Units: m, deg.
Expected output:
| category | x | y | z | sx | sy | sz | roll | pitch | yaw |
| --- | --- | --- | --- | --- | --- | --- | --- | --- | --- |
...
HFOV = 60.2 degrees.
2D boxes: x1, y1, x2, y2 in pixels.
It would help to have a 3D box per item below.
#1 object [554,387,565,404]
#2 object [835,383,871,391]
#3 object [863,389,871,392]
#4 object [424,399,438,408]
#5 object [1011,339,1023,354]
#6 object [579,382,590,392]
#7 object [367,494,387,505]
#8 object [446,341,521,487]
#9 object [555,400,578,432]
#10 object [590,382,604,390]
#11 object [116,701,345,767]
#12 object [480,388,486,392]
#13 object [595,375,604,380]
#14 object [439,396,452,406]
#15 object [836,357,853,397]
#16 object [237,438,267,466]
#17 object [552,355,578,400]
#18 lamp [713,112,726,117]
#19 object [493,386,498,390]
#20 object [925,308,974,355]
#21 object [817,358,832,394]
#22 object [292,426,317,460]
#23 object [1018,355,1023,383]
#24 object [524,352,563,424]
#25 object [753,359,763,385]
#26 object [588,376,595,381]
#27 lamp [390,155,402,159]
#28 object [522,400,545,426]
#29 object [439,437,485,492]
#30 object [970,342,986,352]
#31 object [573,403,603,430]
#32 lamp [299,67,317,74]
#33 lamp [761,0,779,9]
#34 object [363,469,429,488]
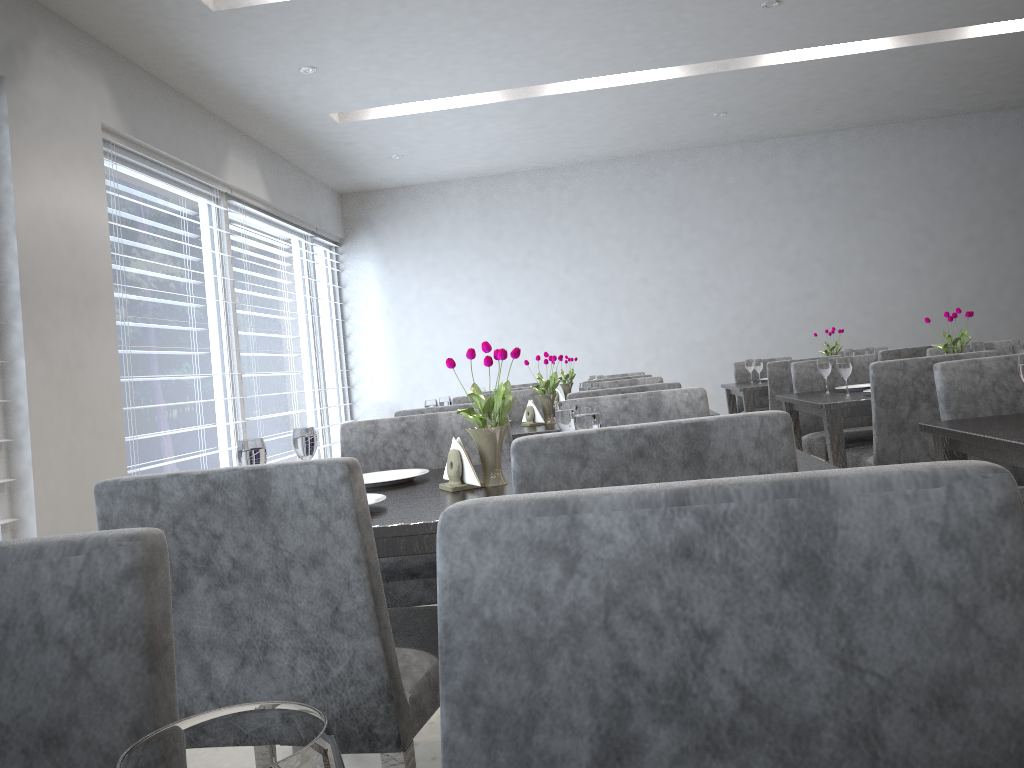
| category | x | y | z | sx | sy | sz | roll | pitch | yaw |
| --- | --- | --- | --- | --- | --- | --- | --- | --- | --- |
| object | 0.265 | 0.066 | 5.178 | 0.070 | 0.100 | 0.202 | -5 | -1 | -24 |
| object | 1.392 | 0.013 | 3.494 | 0.217 | 0.015 | 0.216 | -6 | 1 | -14 |
| object | 1.351 | 0.022 | 3.111 | 0.217 | 0.015 | 0.216 | -6 | 1 | -14 |
| object | -0.300 | 0.130 | 3.338 | 0.053 | 0.140 | 0.053 | -4 | -4 | -36 |
| object | 1.818 | -0.090 | 3.156 | 0.053 | 0.140 | 0.053 | -4 | -4 | -36 |
| object | 0.302 | 0.064 | 3.571 | 0.053 | 0.140 | 0.053 | -4 | -4 | -36 |
| object | -0.330 | 0.220 | 1.563 | 0.216 | 0.015 | 0.216 | -6 | 1 | 6 |
| object | -0.047 | 0.057 | 1.715 | 0.154 | 0.278 | 0.103 | -6 | -3 | 3 |
| object | 0.122 | 0.106 | 1.874 | 0.053 | 0.140 | 0.053 | -3 | -4 | -42 |
| object | 0.324 | 0.065 | 3.328 | 0.053 | 0.140 | 0.053 | -4 | -4 | -36 |
| object | -0.056 | 0.147 | 0.190 | 0.053 | 0.140 | 0.053 | -3 | -4 | -42 |
| object | -0.171 | 0.092 | 5.109 | 0.053 | 0.140 | 0.053 | -4 | -4 | -36 |
| object | 0.511 | 0.021 | 5.095 | 0.053 | 0.140 | 0.053 | -4 | -4 | -36 |
| object | -0.269 | 0.123 | 3.628 | 0.053 | 0.140 | 0.053 | -4 | -4 | -36 |
| object | 1.195 | -0.025 | 3.166 | 0.053 | 0.140 | 0.053 | -4 | -4 | -36 |
| object | -0.479 | 0.172 | 1.641 | 0.053 | 0.140 | 0.053 | -3 | -4 | -42 |
| object | 0.320 | -0.029 | 5.182 | 0.154 | 0.278 | 0.103 | -6 | -3 | 3 |
| lamp | 1.464 | -1.902 | 6.243 | 0.089 | 0.007 | 0.088 | -7 | 1 | -39 |
| object | -0.082 | 0.079 | 5.395 | 0.053 | 0.140 | 0.053 | -4 | -4 | -36 |
| object | 1.634 | -0.141 | 3.264 | 0.154 | 0.278 | 0.103 | -6 | -3 | 3 |
| object | 1.225 | -0.032 | 3.456 | 0.053 | 0.140 | 0.053 | -4 | -4 | -36 |
| object | -0.449 | 0.165 | 1.931 | 0.053 | 0.140 | 0.053 | -3 | -4 | -42 |
| object | 1.046 | 0.010 | 1.765 | 0.053 | 0.140 | 0.053 | -4 | -4 | -36 |
| object | 0.133 | 0.015 | 3.414 | 0.154 | 0.278 | 0.103 | -6 | -3 | 3 |
| object | 1.384 | -0.069 | 4.956 | 0.053 | 0.140 | 0.053 | -4 | -4 | -36 |
| object | 0.489 | 0.020 | 5.338 | 0.053 | 0.140 | 0.053 | -4 | -4 | -36 |
| lamp | -0.847 | -1.662 | 6.474 | 0.089 | 0.007 | 0.088 | -7 | 1 | -39 |
| object | 0.078 | 0.109 | 3.410 | 0.070 | 0.100 | 0.202 | -5 | -1 | -24 |
| object | -0.102 | 0.151 | 1.712 | 0.070 | 0.100 | 0.202 | -5 | -1 | -24 |
| object | 1.796 | -0.091 | 3.399 | 0.053 | 0.140 | 0.053 | -4 | -4 | -36 |
| object | 0.145 | 0.107 | 1.631 | 0.053 | 0.140 | 0.053 | -3 | -4 | -42 |
| lamp | -1.051 | -1.615 | 4.550 | 0.089 | 0.007 | 0.088 | -7 | 1 | -39 |
| lamp | 1.261 | -1.855 | 4.319 | 0.089 | 0.007 | 0.088 | -7 | 1 | -39 |
| object | -0.289 | 0.210 | 1.946 | 0.216 | 0.015 | 0.216 | -6 | 1 | 6 |
